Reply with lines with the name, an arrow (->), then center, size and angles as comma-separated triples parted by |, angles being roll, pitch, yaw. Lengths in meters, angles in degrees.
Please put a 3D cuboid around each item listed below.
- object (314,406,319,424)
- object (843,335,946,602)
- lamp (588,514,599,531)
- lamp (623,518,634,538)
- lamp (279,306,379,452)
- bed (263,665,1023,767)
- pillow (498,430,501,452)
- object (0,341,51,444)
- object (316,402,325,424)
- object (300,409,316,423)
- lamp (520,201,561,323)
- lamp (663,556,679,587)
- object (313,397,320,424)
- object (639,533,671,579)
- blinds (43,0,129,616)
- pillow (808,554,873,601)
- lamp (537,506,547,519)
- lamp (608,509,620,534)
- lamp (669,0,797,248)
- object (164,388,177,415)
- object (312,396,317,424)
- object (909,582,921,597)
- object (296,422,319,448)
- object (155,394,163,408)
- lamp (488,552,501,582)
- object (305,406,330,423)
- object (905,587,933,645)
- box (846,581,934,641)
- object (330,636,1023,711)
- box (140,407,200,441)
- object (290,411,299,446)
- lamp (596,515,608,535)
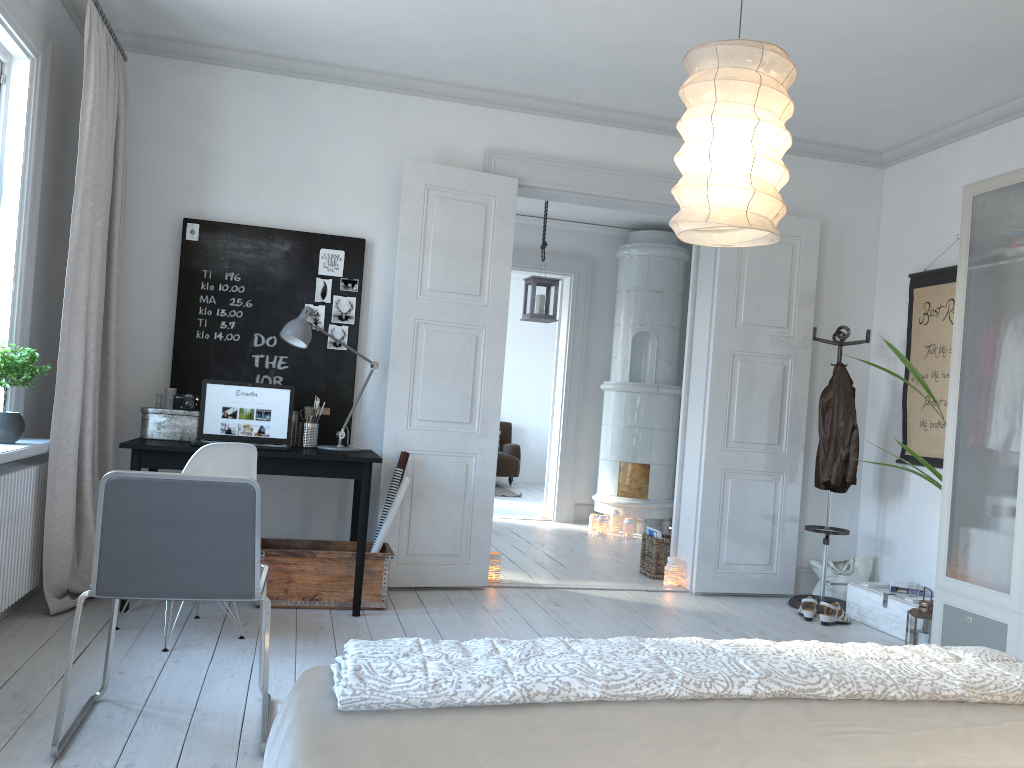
object -> -1.032, 0.220, 4.619 | 0.009, 0.222, 0.082 | 4, -1, 16
object -> 2.114, 0.542, 4.322 | 1.043, 1.553, 0.289 | 4, 0, 16
lamp -> 0.727, 1.233, 7.901 | 0.084, 0.146, 0.084 | 4, -1, -9
lamp -> 1.001, 1.237, 7.612 | 0.089, 0.166, 0.089 | 4, -1, -14
lamp -> -0.941, -0.019, 4.564 | 0.617, 0.716, 0.230 | 5, -1, -43
bed -> 0.573, 0.594, 0.932 | 1.889, 1.046, 2.176 | 5, -1, -13
pillow -> -0.399, 0.745, 11.840 | 0.542, 0.288, 0.183 | 5, -1, -13
object -> -2.029, 0.032, 3.533 | 0.271, 0.407, 0.310 | 4, -1, 37
object -> -1.019, 0.212, 4.616 | 0.084, 0.240, 0.009 | 5, -1, -36
object -> -1.073, 0.225, 4.615 | 0.081, 0.198, 0.050 | 4, 0, 12
lamp -> 0.268, -1.353, 6.677 | 0.228, 1.762, 0.228 | 4, 0, -17
lamp -> 0.994, 1.169, 5.521 | 0.093, 0.179, 0.093 | 5, -1, -30
object -> -1.036, 0.198, 4.628 | 0.012, 0.264, 0.062 | 4, -1, 29
object -> 1.022, 1.147, 5.903 | 0.270, 0.265, 0.224 | 5, -1, -13
blinds -> -1.904, -0.314, 4.139 | 0.225, 2.647, 0.831 | 4, -1, -14
pillow -> 2.030, 1.186, 5.471 | 0.317, 0.314, 0.273 | 5, -1, -13
lamp -> 0.289, 1.223, 8.442 | 0.093, 0.110, 0.093 | 4, -1, 4
lamp -> 0.904, 1.213, 7.842 | 0.098, 0.210, 0.098 | 4, -1, -9
lamp -> 0.676, -1.039, 2.621 | 0.338, 1.231, 0.341 | 4, 0, 18
object -> -1.707, 0.085, 4.408 | 0.056, 0.130, 0.167 | 4, -1, -15
object -> -1.040, 0.194, 4.626 | 0.008, 0.267, 0.060 | 4, 0, 3
object -> 2.117, 1.087, 4.666 | 0.060, 0.081, 0.060 | 4, -1, 42
object -> -1.063, 0.266, 4.606 | 0.108, 0.128, 0.108 | 4, -1, 2
object -> -1.776, 0.085, 4.460 | 0.040, 0.069, 0.040 | 5, -1, -26
lamp -> -0.111, 1.083, 5.243 | 0.089, 0.166, 0.089 | 5, -1, -21
object -> -1.027, 0.227, 4.670 | 0.138, 0.209, 0.034 | 5, -1, -33
object -> 1.930, 1.130, 4.142 | 0.132, 0.351, 0.138 | 4, -1, 9
box -> 2.146, 1.226, 4.783 | 0.376, 0.218, 0.641 | 5, -1, -13
object -> 0.387, 0.563, 1.755 | 1.460, 0.104, 0.405 | 5, -1, -14
box -> -1.688, 0.202, 4.439 | 0.317, 0.152, 0.193 | 5, -1, -13
object -> -1.165, 0.235, 4.655 | 0.079, 0.188, 0.079 | 5, -1, -34
lamp -> 0.781, 1.222, 7.676 | 0.089, 0.166, 0.089 | 4, -1, -12
